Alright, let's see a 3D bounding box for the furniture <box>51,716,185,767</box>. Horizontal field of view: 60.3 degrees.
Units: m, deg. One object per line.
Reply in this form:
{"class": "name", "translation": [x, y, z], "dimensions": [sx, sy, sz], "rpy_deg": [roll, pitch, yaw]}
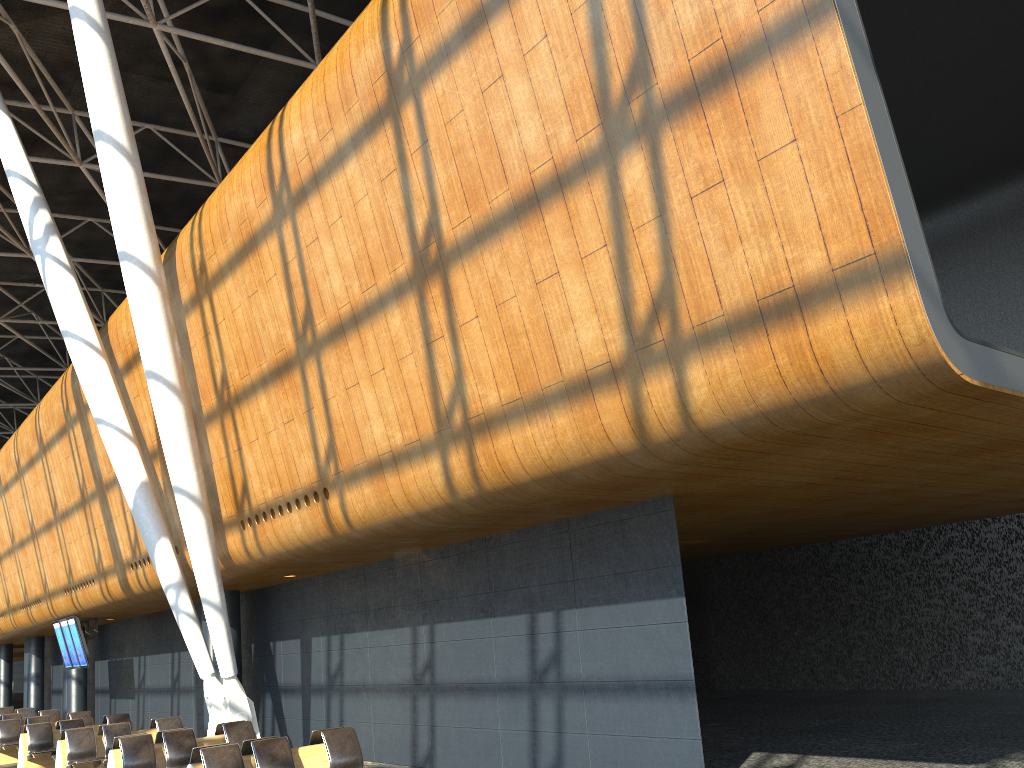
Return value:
{"class": "furniture", "translation": [-6.251, 5.897, 14.182], "dimensions": [1.906, 0.852, 1.689], "rpy_deg": [7, -19, -38]}

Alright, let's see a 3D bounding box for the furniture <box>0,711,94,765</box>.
{"class": "furniture", "translation": [-9.960, 7.507, 18.765], "dimensions": [1.906, 0.852, 1.689], "rpy_deg": [7, -19, -38]}

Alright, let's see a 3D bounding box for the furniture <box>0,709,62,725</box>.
{"class": "furniture", "translation": [-11.814, 8.313, 21.057], "dimensions": [1.906, 0.852, 1.689], "rpy_deg": [7, -19, -38]}

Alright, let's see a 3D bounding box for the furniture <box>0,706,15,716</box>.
{"class": "furniture", "translation": [-15.523, 9.923, 25.640], "dimensions": [1.906, 0.852, 1.689], "rpy_deg": [7, -19, -38]}

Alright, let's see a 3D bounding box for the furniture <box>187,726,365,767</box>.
{"class": "furniture", "translation": [-2.543, 4.287, 9.598], "dimensions": [1.906, 0.852, 1.689], "rpy_deg": [7, -19, -38]}

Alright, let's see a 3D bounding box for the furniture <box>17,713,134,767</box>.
{"class": "furniture", "translation": [-8.106, 6.702, 16.473], "dimensions": [1.906, 0.852, 1.689], "rpy_deg": [7, -19, -38]}

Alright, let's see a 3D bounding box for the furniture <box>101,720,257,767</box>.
{"class": "furniture", "translation": [-4.397, 5.092, 11.890], "dimensions": [1.906, 0.852, 1.689], "rpy_deg": [7, -19, -38]}

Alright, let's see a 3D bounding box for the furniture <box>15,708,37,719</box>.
{"class": "furniture", "translation": [-13.668, 9.118, 23.349], "dimensions": [1.906, 0.852, 1.689], "rpy_deg": [7, -19, -38]}
